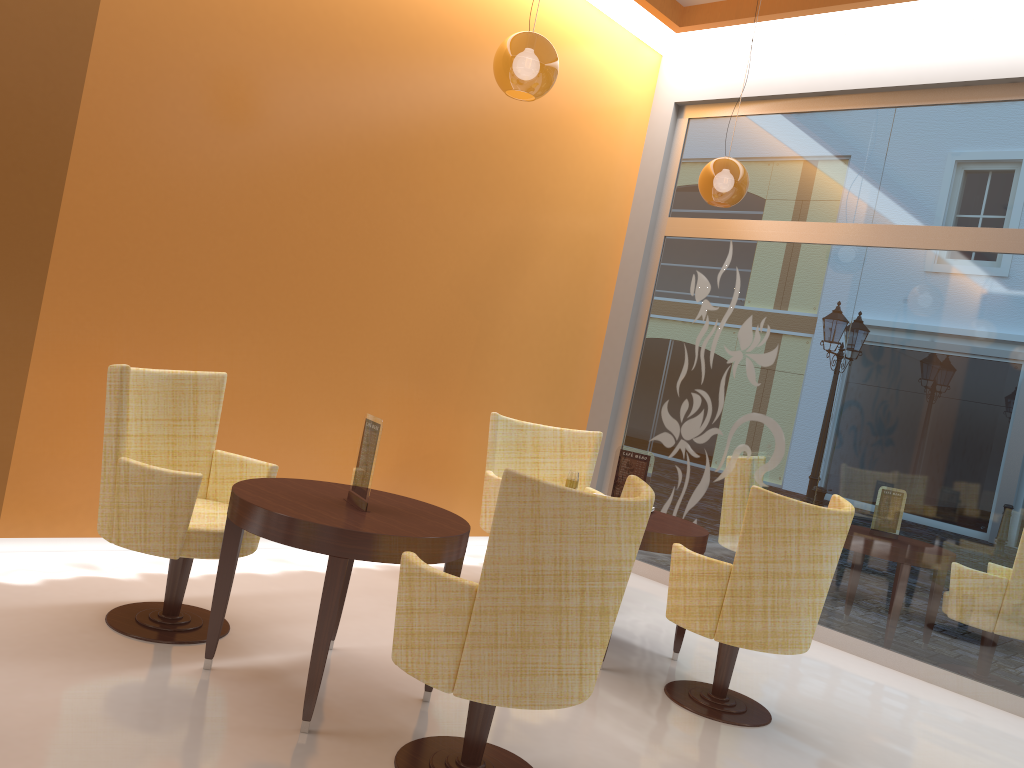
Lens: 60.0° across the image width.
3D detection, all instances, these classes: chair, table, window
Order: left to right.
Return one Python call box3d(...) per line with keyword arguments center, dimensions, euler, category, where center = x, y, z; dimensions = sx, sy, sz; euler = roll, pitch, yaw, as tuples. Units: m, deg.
box3d(center=(-1.337, 0.461, 3.606), dimensions=(0.685, 1.017, 0.729), euler=(12, 1, 11), category="chair")
box3d(center=(-0.647, 0.778, 3.270), dimensions=(0.874, 0.679, 0.872), euler=(11, 1, -11), category="table")
box3d(center=(0.005, 0.745, 2.783), dimensions=(0.685, 1.017, 0.729), euler=(12, 1, 40), category="chair")
box3d(center=(0.152, 0.736, 5.234), dimensions=(0.729, 1.017, 0.685), euler=(11, 1, -15), category="chair")
box3d(center=(0.499, 0.991, 4.524), dimensions=(0.874, 0.679, 0.872), euler=(11, 1, -1), category="table")
box3d(center=(1.050, 0.938, 3.926), dimensions=(0.729, 1.017, 0.685), euler=(11, 1, -44), category="chair")
box3d(center=(3.876, 0.242, 3.983), dimensions=(8.200, 3.380, 0.040), euler=(12, 1, 43), category="window")

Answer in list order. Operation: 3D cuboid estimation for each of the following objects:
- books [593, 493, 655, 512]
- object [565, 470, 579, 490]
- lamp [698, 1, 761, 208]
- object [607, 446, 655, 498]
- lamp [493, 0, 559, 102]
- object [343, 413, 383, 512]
box3d(center=(0.576, 0.642, 4.748), dimensions=(0.339, 0.028, 0.273), euler=(12, 1, 18), category="books")
box3d(center=(0.312, 0.529, 4.641), dimensions=(0.067, 0.148, 0.067), euler=(11, 1, -23), category="object")
box3d(center=(1.391, -1.811, 5.308), dimensions=(0.299, 1.500, 0.299), euler=(12, 1, 43), category="lamp")
box3d(center=(0.600, 0.494, 4.516), dimensions=(0.209, 0.335, 0.042), euler=(12, 1, 26), category="object")
box3d(center=(0.186, -2.035, 3.990), dimensions=(0.299, 1.500, 0.299), euler=(12, 1, 43), category="lamp")
box3d(center=(-0.540, 0.283, 3.269), dimensions=(0.042, 0.335, 0.209), euler=(11, 1, -29), category="object")
